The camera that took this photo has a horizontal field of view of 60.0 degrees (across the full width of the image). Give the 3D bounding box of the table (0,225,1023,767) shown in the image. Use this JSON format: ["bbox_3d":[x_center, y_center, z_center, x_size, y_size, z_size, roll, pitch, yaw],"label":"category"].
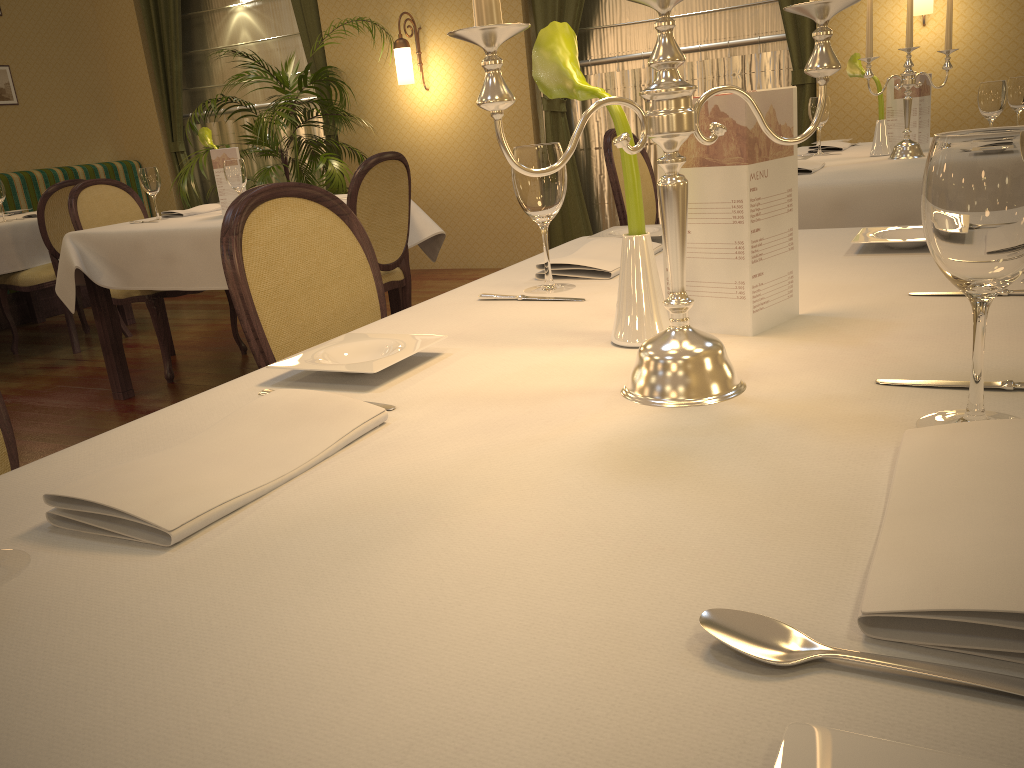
[{"bbox_3d":[0.289,0.298,1.171,1.385,0.759,2.152,3,19,28],"label":"table"}]

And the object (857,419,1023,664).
[{"bbox_3d":[0.300,0.080,0.533,0.142,0.033,0.273,3,19,28],"label":"object"}]

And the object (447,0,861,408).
[{"bbox_3d":[0.137,-0.304,0.788,0.390,0.655,0.131,-14,18,-26],"label":"object"}]

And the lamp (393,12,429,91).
[{"bbox_3d":[-0.711,-2.277,6.085,0.114,0.513,0.323,-1,17,17],"label":"lamp"}]

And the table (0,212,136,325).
[{"bbox_3d":[-3.274,-0.531,5.206,1.385,0.759,2.152,3,19,28],"label":"table"}]

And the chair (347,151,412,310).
[{"bbox_3d":[-0.692,-0.474,3.764,0.571,0.955,0.530,3,19,28],"label":"chair"}]

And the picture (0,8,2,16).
[{"bbox_3d":[-4.034,-2.886,6.542,0.008,0.294,0.504,3,19,28],"label":"picture"}]

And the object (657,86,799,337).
[{"bbox_3d":[0.265,-0.197,1.037,0.166,0.277,0.081,-6,17,0],"label":"object"}]

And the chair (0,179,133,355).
[{"bbox_3d":[-2.646,-0.691,5.185,0.571,0.955,0.530,3,19,28],"label":"chair"}]

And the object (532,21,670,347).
[{"bbox_3d":[0.110,-0.237,1.049,0.076,0.375,0.163,-19,21,-37],"label":"object"}]

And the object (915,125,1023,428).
[{"bbox_3d":[0.357,-0.074,0.673,0.088,0.229,0.088,-12,17,-18],"label":"object"}]

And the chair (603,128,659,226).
[{"bbox_3d":[0.678,-0.505,3.379,0.571,0.955,0.530,3,19,28],"label":"chair"}]

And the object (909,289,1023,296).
[{"bbox_3d":[0.596,-0.115,1.109,0.185,0.010,0.017,3,19,28],"label":"object"}]

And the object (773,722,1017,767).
[{"bbox_3d":[0.150,0.178,0.267,0.160,0.024,0.160,3,19,28],"label":"object"}]

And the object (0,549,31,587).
[{"bbox_3d":[-0.401,0.029,0.598,0.088,0.229,0.088,-10,17,-12],"label":"object"}]

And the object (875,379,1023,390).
[{"bbox_3d":[0.422,-0.001,0.788,0.185,0.010,0.017,3,19,28],"label":"object"}]

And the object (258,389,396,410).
[{"bbox_3d":[-0.200,0.016,0.952,0.185,0.010,0.017,3,19,29],"label":"object"}]

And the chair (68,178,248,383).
[{"bbox_3d":[-1.767,-0.545,4.384,0.571,0.955,0.530,3,19,28],"label":"chair"}]

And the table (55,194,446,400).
[{"bbox_3d":[-1.138,-0.421,4.080,1.389,0.759,1.395,3,19,29],"label":"table"}]

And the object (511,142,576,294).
[{"bbox_3d":[0.050,-0.264,1.418,0.088,0.229,0.088,-10,17,-12],"label":"object"}]

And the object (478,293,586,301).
[{"bbox_3d":[0.030,-0.135,1.375,0.185,0.010,0.017,3,19,29],"label":"object"}]

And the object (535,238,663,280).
[{"bbox_3d":[0.164,-0.230,1.613,0.142,0.033,0.273,3,19,28],"label":"object"}]

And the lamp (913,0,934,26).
[{"bbox_3d":[2.114,-2.133,4.600,0.114,0.513,0.323,-1,17,17],"label":"lamp"}]

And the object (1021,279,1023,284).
[{"bbox_3d":[0.694,-0.241,1.110,0.088,0.229,0.088,-10,17,-12],"label":"object"}]

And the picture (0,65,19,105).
[{"bbox_3d":[-3.974,-2.260,6.716,0.008,0.294,0.437,3,19,28],"label":"picture"}]

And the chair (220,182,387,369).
[{"bbox_3d":[-0.188,0.065,1.786,0.571,0.955,0.530,3,19,28],"label":"chair"}]

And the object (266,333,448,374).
[{"bbox_3d":[-0.184,-0.029,1.077,0.160,0.024,0.160,3,19,28],"label":"object"}]

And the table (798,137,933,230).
[{"bbox_3d":[1.507,-0.503,3.412,1.385,0.759,2.152,3,19,28],"label":"table"}]

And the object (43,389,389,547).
[{"bbox_3d":[-0.246,0.063,0.783,0.142,0.033,0.273,3,19,28],"label":"object"}]

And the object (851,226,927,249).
[{"bbox_3d":[0.660,-0.240,1.481,0.160,0.024,0.160,3,19,28],"label":"object"}]

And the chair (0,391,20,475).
[{"bbox_3d":[-0.539,0.289,1.160,0.571,0.955,0.530,-5,17,4],"label":"chair"}]

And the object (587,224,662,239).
[{"bbox_3d":[0.260,-0.309,1.854,0.160,0.024,0.160,3,19,28],"label":"object"}]
